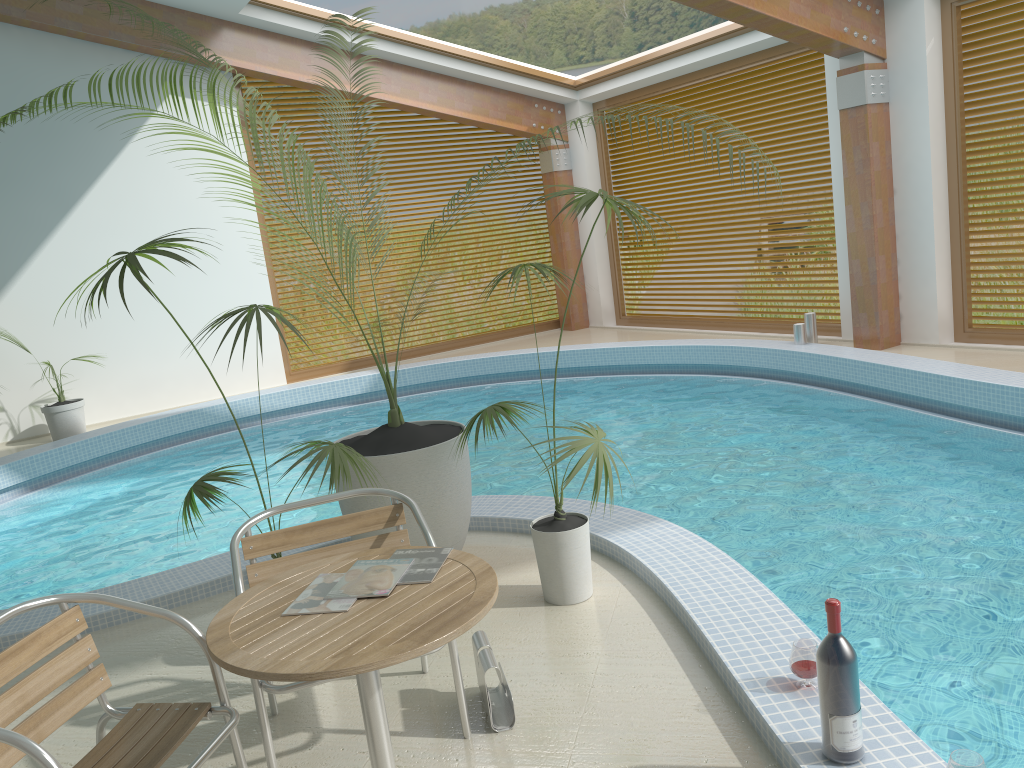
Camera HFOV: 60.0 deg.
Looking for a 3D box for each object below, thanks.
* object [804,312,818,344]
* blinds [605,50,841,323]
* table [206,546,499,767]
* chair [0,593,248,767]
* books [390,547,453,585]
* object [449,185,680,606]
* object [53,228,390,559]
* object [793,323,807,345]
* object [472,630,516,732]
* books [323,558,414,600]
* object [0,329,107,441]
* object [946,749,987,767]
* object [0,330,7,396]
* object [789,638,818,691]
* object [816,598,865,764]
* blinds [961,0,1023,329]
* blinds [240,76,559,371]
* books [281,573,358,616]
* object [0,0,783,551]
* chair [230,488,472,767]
[{"bbox_3d":[2.989,-0.549,8.865,0.115,0.320,0.115,-4,11,19],"label":"object"},{"bbox_3d":[2.503,-2.142,10.564,0.095,2.921,4.200,-13,12,-29],"label":"blinds"},{"bbox_3d":[-0.336,0.877,2.223,0.700,0.720,0.700,-9,10,-10],"label":"table"},{"bbox_3d":[-1.062,0.956,2.254,0.563,0.727,0.618,-5,10,13],"label":"chair"},{"bbox_3d":[-0.261,0.477,2.329,0.166,0.004,0.241,-5,10,11],"label":"books"},{"bbox_3d":[0.218,0.054,3.622,0.791,1.695,1.059,-17,14,-42],"label":"object"},{"bbox_3d":[-1.033,0.266,3.356,1.059,1.695,0.791,-6,10,6],"label":"object"},{"bbox_3d":[2.777,-0.488,8.553,0.115,0.204,0.115,-6,10,11],"label":"object"},{"bbox_3d":[-0.062,0.970,2.921,0.081,0.223,0.272,-9,10,-9],"label":"object"},{"bbox_3d":[-0.361,0.496,2.272,0.166,0.004,0.241,-5,10,11],"label":"books"},{"bbox_3d":[-4.636,-0.075,8.974,1.067,1.310,0.822,-11,11,-17],"label":"object"},{"bbox_3d":[1.067,0.936,2.075,0.102,0.137,0.102,-11,11,-21],"label":"object"},{"bbox_3d":[-5.058,0.112,8.237,0.822,1.310,1.067,-6,10,10],"label":"object"},{"bbox_3d":[0.892,0.849,2.687,0.102,0.137,0.102,-11,11,-21],"label":"object"},{"bbox_3d":[0.850,0.768,2.313,0.109,0.435,0.109,-7,10,5],"label":"object"},{"bbox_3d":[5.069,-1.704,6.257,0.095,2.921,4.200,-13,12,-29],"label":"blinds"},{"bbox_3d":[-1.386,-2.437,11.853,4.500,4.025,0.099,-13,12,-29],"label":"blinds"},{"bbox_3d":[-0.450,0.521,2.221,0.166,0.004,0.241,-5,10,11],"label":"books"},{"bbox_3d":[-0.532,-0.555,3.922,2.979,2.960,2.729,-10,10,-12],"label":"object"},{"bbox_3d":[-0.535,0.778,2.862,0.618,0.727,0.563,-11,11,-17],"label":"chair"}]
